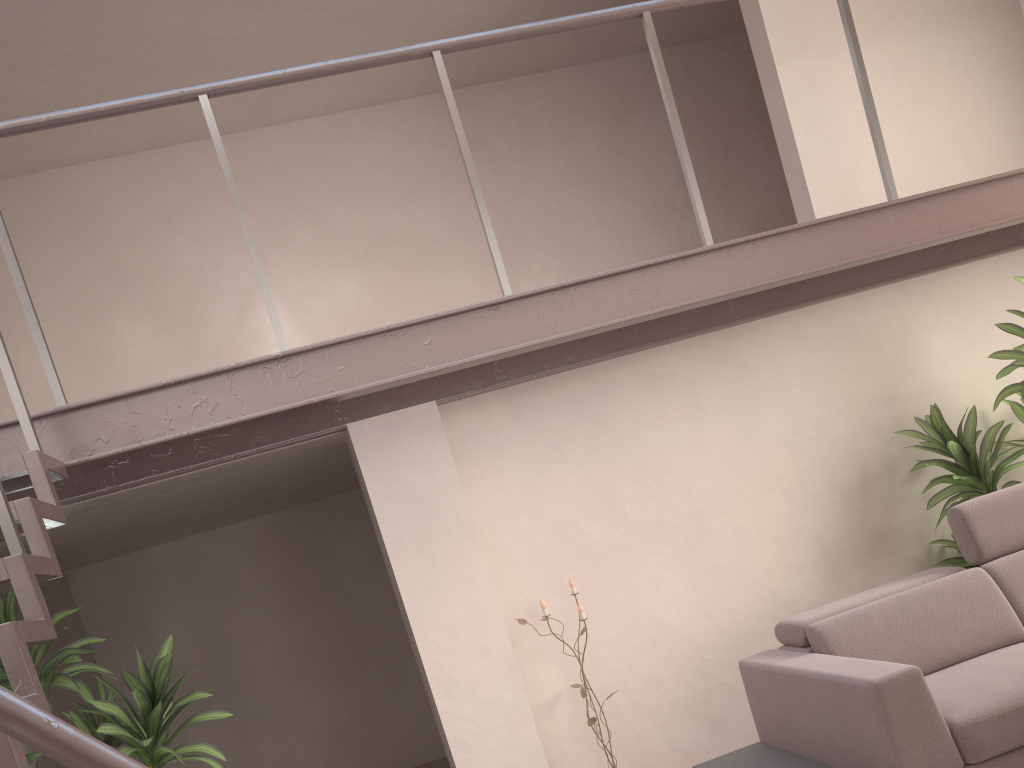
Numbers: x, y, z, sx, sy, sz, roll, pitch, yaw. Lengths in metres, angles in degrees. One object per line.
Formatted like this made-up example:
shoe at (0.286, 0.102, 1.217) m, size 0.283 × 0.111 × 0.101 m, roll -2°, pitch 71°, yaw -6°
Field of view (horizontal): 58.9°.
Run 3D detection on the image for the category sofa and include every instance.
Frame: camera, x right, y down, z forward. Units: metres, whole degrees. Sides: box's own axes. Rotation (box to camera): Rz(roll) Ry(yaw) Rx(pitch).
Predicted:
sofa at (2.328, 0.714, 3.004) m, size 3.104 × 0.950 × 2.205 m, roll -15°, pitch -7°, yaw -12°

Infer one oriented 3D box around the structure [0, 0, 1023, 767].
structure at (1.256, -0.226, 2.563) m, size 7.081 × 3.253 × 3.841 m, roll -15°, pitch -4°, yaw -12°

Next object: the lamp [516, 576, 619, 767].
lamp at (0.318, 1.452, 4.182) m, size 0.342 × 1.141 × 0.228 m, roll -15°, pitch 5°, yaw 21°

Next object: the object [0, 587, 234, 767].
object at (-1.654, 1.564, 3.591) m, size 1.085 × 1.891 × 0.951 m, roll -17°, pitch 2°, yaw 6°
